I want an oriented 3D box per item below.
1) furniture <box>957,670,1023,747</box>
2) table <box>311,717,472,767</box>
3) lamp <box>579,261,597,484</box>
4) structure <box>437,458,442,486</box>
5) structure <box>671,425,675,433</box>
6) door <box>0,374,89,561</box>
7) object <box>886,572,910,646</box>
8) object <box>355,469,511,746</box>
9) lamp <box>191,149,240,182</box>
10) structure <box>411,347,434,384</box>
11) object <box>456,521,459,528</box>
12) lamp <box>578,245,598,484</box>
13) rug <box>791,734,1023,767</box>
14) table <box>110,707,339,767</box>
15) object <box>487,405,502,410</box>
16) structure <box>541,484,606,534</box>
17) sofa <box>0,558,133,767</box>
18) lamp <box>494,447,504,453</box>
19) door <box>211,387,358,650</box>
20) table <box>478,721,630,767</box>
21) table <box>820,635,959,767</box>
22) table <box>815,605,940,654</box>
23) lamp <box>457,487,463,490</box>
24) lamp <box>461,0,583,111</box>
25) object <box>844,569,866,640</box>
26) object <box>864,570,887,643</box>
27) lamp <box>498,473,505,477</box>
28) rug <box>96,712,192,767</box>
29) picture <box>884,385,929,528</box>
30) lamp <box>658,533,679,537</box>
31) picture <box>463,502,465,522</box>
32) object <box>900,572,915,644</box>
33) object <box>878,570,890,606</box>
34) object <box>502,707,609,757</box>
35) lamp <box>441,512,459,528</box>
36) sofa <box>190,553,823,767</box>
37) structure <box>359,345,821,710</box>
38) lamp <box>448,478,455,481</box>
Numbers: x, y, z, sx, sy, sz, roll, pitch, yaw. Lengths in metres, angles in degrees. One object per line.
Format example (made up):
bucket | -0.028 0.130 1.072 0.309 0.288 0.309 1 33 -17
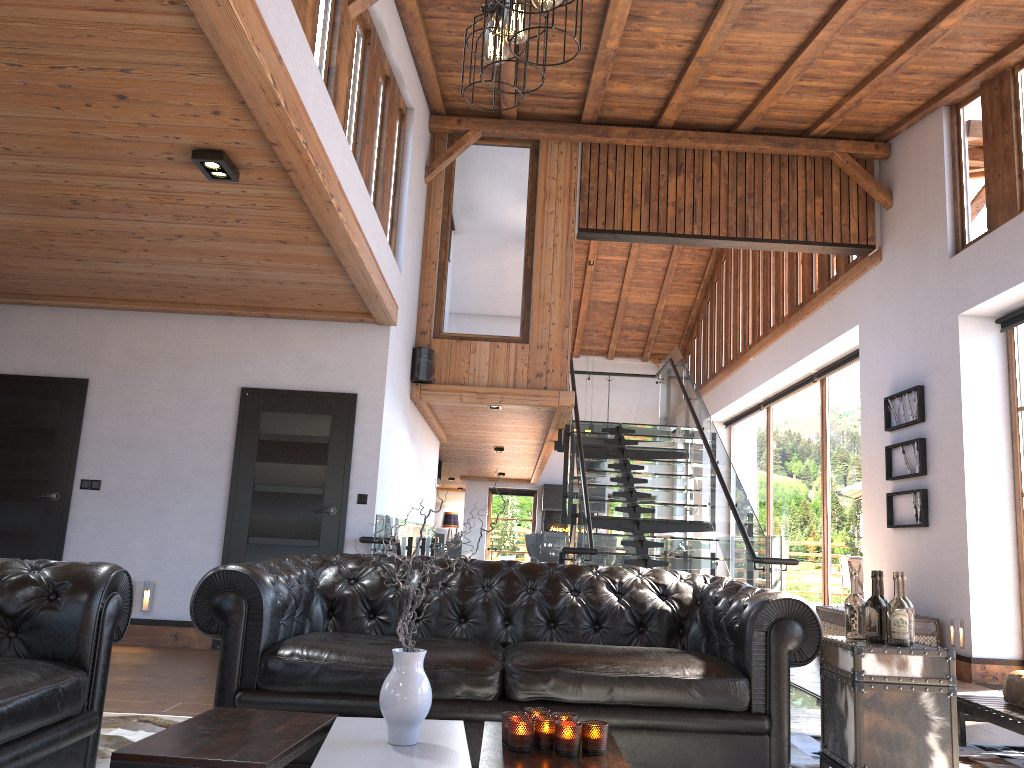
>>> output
furniture | 2.922 1.478 3.377 1.176 0.438 2.751 3 -10 0
table | -0.335 1.183 2.472 0.401 0.351 0.647 4 -10 -5
lamp | 1.505 -0.242 17.903 0.613 4.698 0.628 -7 -15 44
structure | -1.728 1.454 15.699 0.711 0.477 3.241 3 -10 0
structure | 3.791 0.988 21.179 0.213 0.350 0.213 3 -11 0
door | -3.969 0.946 7.016 0.941 2.061 0.143 3 -11 -1
object | 1.542 0.897 3.547 0.087 0.287 0.087 1 -11 10
object | -0.263 0.620 2.607 0.404 0.810 0.621 1 -11 11
lamp | -1.447 -1.074 4.339 0.155 0.068 0.260 3 -10 0
structure | -0.911 -0.187 9.017 0.213 0.350 0.213 3 -11 0
object | -1.304 3.507 21.178 0.152 0.506 0.323 3 -11 0
lamp | 1.512 -0.521 16.339 0.613 4.698 0.628 -7 -15 44
rug | 1.617 1.630 3.515 3.808 0.054 2.425 3 -10 0
table | -0.790 1.164 2.499 0.399 0.351 0.649 2 -10 5
object | -0.186 0.219 9.480 0.155 0.068 0.260 3 -10 0
structure | 1.408 3.195 20.572 1.445 1.654 0.431 3 -11 -1
sofa | -1.946 0.759 1.920 1.240 0.840 2.558 3 -10 -1
lamp | -0.204 1.048 14.137 0.155 0.068 0.260 3 -10 0
door | -1.790 1.066 7.054 0.941 2.061 0.143 3 -11 -1
table | 0.102 1.211 2.504 0.400 0.351 0.648 3 -10 0
table | 1.496 1.347 3.548 0.405 0.611 0.416 3 -11 0
table | 3.358 2.352 8.234 0.684 0.471 1.251 3 -10 0
lamp | -1.487 3.010 25.509 0.155 0.068 0.260 3 -10 0
lamp | 0.089 -1.895 2.476 0.262 2.208 0.797 5 -11 -9
object | 1.437 0.921 3.710 0.088 0.287 0.086 8 -12 -23
object | 1.487 0.908 3.627 0.088 0.287 0.087 8 -12 -22
lamp | -0.225 1.974 19.329 0.155 0.068 0.260 3 -10 0
rug | -1.503 1.264 2.377 2.432 0.054 4.033 3 -10 1
picture | 3.806 0.724 8.583 0.059 1.316 0.772 3 -11 0
lamp | 3.513 3.438 19.927 0.468 0.727 0.470 2 -11 9
picture | -1.134 3.032 21.410 0.020 0.784 0.561 3 -11 0
object | 1.606 0.918 3.644 0.087 0.287 0.087 1 -11 12
object | 1.541 0.926 3.708 0.086 0.287 0.088 -6 -14 39
object | 0.114 0.996 2.527 0.298 0.081 0.249 -5 -13 37
lamp | -1.292 4.593 25.593 1.641 1.703 0.518 7 -12 -22
sofa | -0.029 1.239 4.050 2.567 0.840 1.235 3 -10 -1
structure | 3.228 2.649 10.817 9.213 6.416 10.993 3 -10 0
lamp | -1.472 2.313 21.597 0.155 0.068 0.260 3 -10 0
